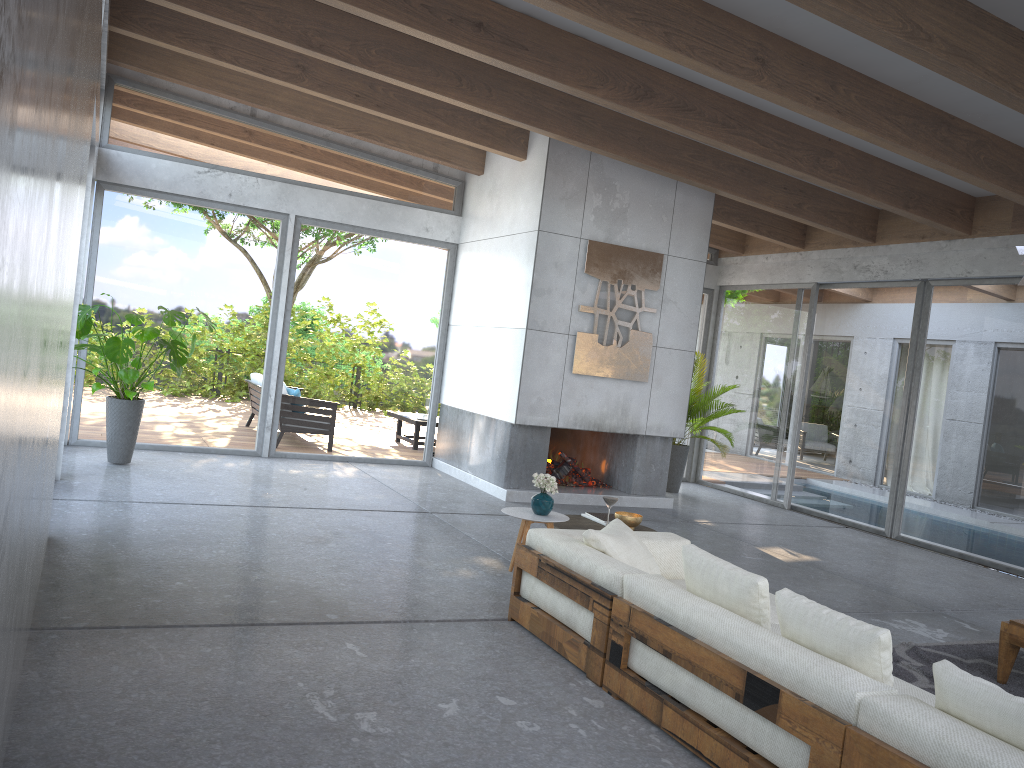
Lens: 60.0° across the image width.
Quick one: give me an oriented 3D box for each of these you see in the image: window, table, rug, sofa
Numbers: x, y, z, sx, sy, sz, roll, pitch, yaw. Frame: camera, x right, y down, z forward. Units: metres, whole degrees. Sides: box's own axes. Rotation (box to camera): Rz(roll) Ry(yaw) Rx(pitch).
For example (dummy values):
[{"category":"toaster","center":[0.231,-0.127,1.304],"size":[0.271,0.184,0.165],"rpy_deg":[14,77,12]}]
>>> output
[{"category":"window","center":[3.524,-0.153,4.099],"size":[14.294,3.764,23.280],"rpy_deg":[6,2,-25]},{"category":"table","center":[0.537,1.105,5.510],"size":[0.725,0.441,0.725],"rpy_deg":[8,2,26]},{"category":"rug","center":[2.745,1.600,4.264],"size":[3.186,0.056,2.187],"rpy_deg":[6,2,-25]},{"category":"sofa","center":[1.687,1.215,3.569],"size":[1.965,0.777,3.733],"rpy_deg":[6,2,-26]},{"category":"table","center":[3.291,1.515,4.451],"size":[1.048,0.352,1.112],"rpy_deg":[6,2,-25]}]

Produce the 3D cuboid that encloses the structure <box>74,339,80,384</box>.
[{"category":"structure","center":[-3.771,0.344,10.238],"size":[15.587,3.022,31.708],"rpy_deg":[7,2,15]}]

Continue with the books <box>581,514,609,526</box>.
[{"category":"books","center":[0.617,0.879,5.722],"size":[0.220,0.015,0.303],"rpy_deg":[6,2,-26]}]

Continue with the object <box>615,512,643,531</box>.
[{"category":"object","center":[0.719,0.857,5.501],"size":[0.173,0.097,0.173],"rpy_deg":[9,2,44]}]

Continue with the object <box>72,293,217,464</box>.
[{"category":"object","center":[-3.647,-0.053,8.289],"size":[1.416,1.540,1.731],"rpy_deg":[7,2,-6]}]

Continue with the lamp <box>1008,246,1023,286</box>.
[{"category":"lamp","center":[2.748,-0.976,3.869],"size":[0.862,1.400,0.636],"rpy_deg":[8,2,21]}]

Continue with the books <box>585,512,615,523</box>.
[{"category":"books","center":[0.626,0.866,5.723],"size":[0.205,0.012,0.290],"rpy_deg":[6,2,-20]}]

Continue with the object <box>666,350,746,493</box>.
[{"category":"object","center":[2.084,0.434,11.012],"size":[1.484,1.819,1.798],"rpy_deg":[6,2,-18]}]

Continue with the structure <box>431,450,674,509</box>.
[{"category":"structure","center":[0.405,0.883,10.154],"size":[2.012,0.595,2.203],"rpy_deg":[6,2,-25]}]

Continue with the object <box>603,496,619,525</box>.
[{"category":"object","center":[0.577,0.786,5.305],"size":[0.099,0.212,0.099],"rpy_deg":[7,2,5]}]

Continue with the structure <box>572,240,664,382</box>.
[{"category":"structure","center":[1.088,-0.731,9.092],"size":[0.919,1.351,0.041],"rpy_deg":[6,2,-25]}]
